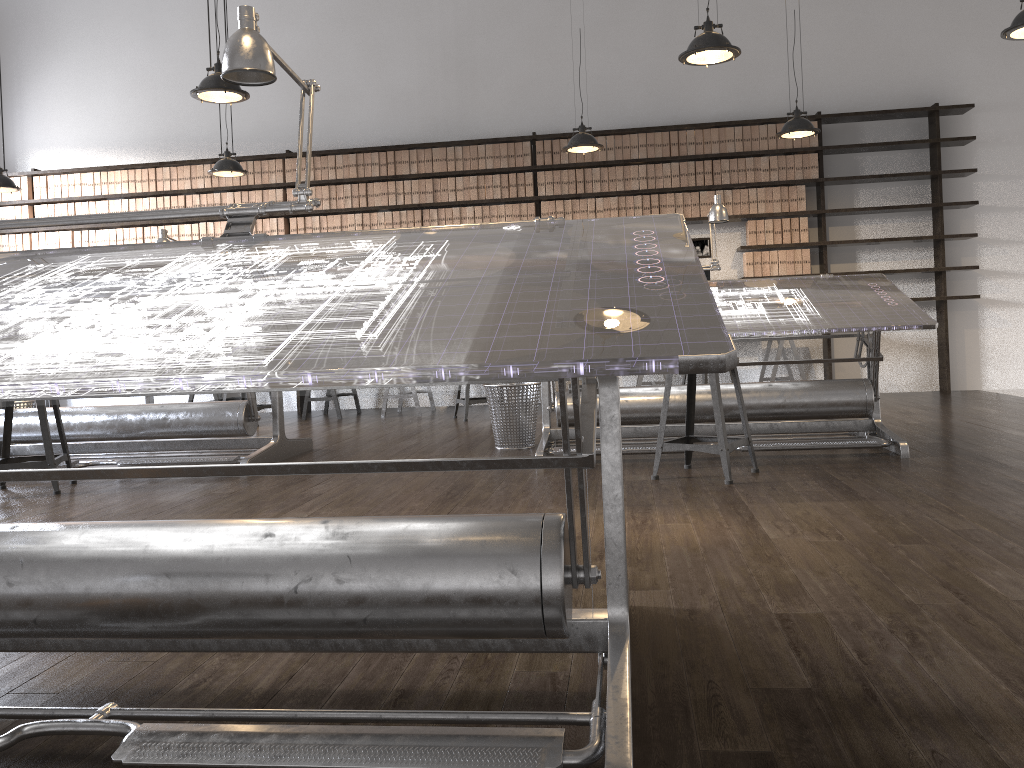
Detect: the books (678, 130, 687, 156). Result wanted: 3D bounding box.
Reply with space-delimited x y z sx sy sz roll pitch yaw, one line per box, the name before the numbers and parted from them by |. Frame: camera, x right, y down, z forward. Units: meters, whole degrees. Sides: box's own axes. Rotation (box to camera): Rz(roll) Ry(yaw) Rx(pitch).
books | 1.515 -2.123 7.879 0.066 0.225 0.175 -2 1 7

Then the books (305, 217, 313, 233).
books | -1.874 -1.446 8.312 0.066 0.225 0.175 -2 1 7

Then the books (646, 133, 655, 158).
books | 1.238 -2.112 7.906 0.067 0.226 0.175 -2 1 7

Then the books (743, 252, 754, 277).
books | 2.083 -1.044 7.811 0.067 0.226 0.175 -2 1 7

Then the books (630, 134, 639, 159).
books | 1.095 -2.107 7.928 0.066 0.225 0.174 -2 1 7

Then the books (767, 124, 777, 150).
books | 2.272 -2.150 7.776 0.066 0.225 0.175 -2 1 7

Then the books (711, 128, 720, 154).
books | 1.792 -2.132 7.837 0.067 0.226 0.175 -2 1 7

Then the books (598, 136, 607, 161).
books | 0.815 -2.097 7.963 0.066 0.225 0.175 -2 1 7

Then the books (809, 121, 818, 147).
books | 2.619 -2.163 7.736 0.066 0.225 0.174 -2 1 7

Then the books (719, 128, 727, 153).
books | 1.858 -2.135 7.833 0.066 0.225 0.175 -2 1 7

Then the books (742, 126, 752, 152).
books | 2.062 -2.143 7.808 0.066 0.225 0.175 -2 1 7

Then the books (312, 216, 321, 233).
books | -1.804 -1.448 8.298 0.066 0.225 0.174 -2 1 7

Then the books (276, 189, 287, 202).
books | -2.150 -1.711 8.338 0.067 0.226 0.175 -2 1 7

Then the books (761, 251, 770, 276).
books | 2.223 -1.050 7.799 0.066 0.225 0.174 -2 1 7

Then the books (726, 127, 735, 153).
books | 1.920 -2.137 7.824 0.066 0.225 0.175 -2 1 7

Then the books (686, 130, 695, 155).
books | 1.584 -2.125 7.865 0.066 0.225 0.174 -2 1 7

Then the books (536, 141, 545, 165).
books | 0.262 -2.077 8.037 0.066 0.225 0.175 -2 1 7

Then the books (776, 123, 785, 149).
books | 2.343 -2.152 7.767 0.067 0.226 0.175 -2 1 7

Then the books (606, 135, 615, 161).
books | 0.887 -2.099 7.952 0.067 0.226 0.175 -2 1 7

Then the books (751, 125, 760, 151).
books | 2.132 -2.145 7.801 0.066 0.225 0.174 -2 1 7

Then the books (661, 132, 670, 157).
books | 1.367 -2.117 7.897 0.066 0.225 0.175 -2 1 7

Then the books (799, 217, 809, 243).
books | 2.543 -1.337 7.754 0.066 0.225 0.175 -2 1 7

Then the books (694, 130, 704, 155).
books | 1.655 -2.128 7.860 0.066 0.225 0.174 -2 1 7

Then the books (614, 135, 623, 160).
books | 0.957 -2.102 7.948 0.066 0.225 0.175 -2 1 7

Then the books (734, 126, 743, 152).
books | 1.992 -2.140 7.813 0.067 0.226 0.175 -2 1 7

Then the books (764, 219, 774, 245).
books | 2.249 -1.326 7.788 0.066 0.225 0.174 -2 1 7

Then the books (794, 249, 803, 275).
books | 2.492 -1.060 7.763 0.066 0.225 0.175 -2 1 7

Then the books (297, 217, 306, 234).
books | -1.949 -1.443 8.315 0.067 0.226 0.175 -2 1 7

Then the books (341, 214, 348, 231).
books | -1.531 -1.459 8.266 0.066 0.225 0.175 -2 1 7

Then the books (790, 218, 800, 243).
books | 2.468 -1.334 7.766 0.066 0.225 0.175 -2 1 7

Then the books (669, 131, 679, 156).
books | 1.439 -2.120 7.882 0.067 0.226 0.175 -2 1 7

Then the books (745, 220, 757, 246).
books | 2.109 -1.321 7.810 0.066 0.225 0.175 -2 1 7

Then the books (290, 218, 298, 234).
books | -2.022 -1.441 8.330 0.066 0.225 0.175 -2 1 7

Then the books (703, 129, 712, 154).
books | 1.725 -2.130 7.851 0.066 0.225 0.175 -2 1 7

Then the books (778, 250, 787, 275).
books | 2.363 -1.055 7.774 0.066 0.225 0.175 -2 1 7

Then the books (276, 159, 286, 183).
books | -2.155 -1.988 8.335 0.066 0.225 0.175 -2 1 7

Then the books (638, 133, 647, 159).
books | 1.167 -2.109 7.916 0.066 0.225 0.175 -2 1 7

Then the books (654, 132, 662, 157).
books | 1.301 -2.115 7.903 0.066 0.225 0.175 -2 1 7

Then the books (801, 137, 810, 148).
books | 2.550 -2.161 7.748 0.066 0.225 0.174 -2 1 7

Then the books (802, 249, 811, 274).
books | 2.561 -1.062 7.755 0.066 0.225 0.175 -2 1 7

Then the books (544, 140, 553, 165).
books | 0.334 -2.079 8.022 0.067 0.226 0.175 -2 1 7

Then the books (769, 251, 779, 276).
books | 2.291 -1.052 7.787 0.066 0.225 0.174 -2 1 7

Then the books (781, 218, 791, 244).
books | 2.394 -1.331 7.769 0.067 0.226 0.175 -2 1 7

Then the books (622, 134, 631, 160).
books | 1.026 -2.105 7.941 0.066 0.225 0.174 -2 1 7

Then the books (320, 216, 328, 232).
books | -1.734 -1.451 8.293 0.066 0.225 0.174 -2 1 7

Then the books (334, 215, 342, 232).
books | -1.597 -1.456 8.270 0.067 0.226 0.175 -2 1 7

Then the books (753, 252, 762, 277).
books | 2.153 -1.047 7.806 0.066 0.225 0.175 -2 1 7

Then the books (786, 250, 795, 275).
books | 2.429 -1.057 7.766 0.067 0.226 0.175 -2 1 7

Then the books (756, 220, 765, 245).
books | 2.179 -1.323 7.801 0.066 0.225 0.174 -2 1 7

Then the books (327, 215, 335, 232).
books | -1.663 -1.454 8.284 0.066 0.225 0.175 -2 1 7

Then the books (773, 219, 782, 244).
books | 2.320 -1.328 7.784 0.066 0.225 0.175 -2 1 7
